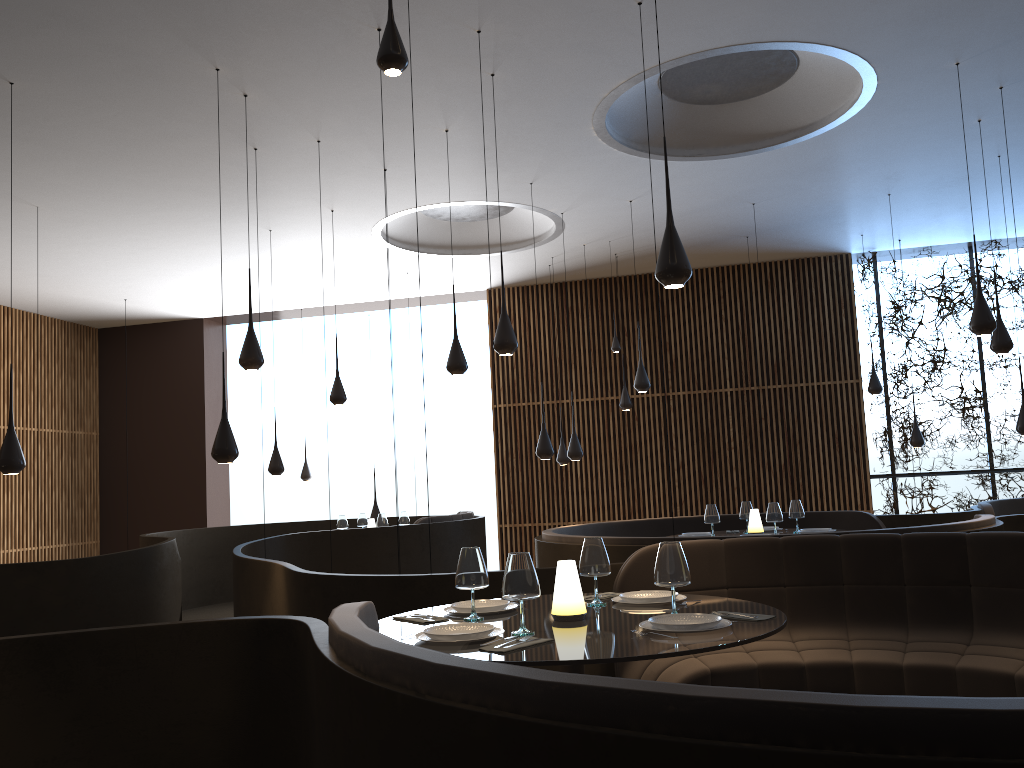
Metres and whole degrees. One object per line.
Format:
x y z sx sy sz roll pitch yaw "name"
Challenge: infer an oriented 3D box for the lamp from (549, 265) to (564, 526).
0.709 1.363 12.818 0.196 6.261 0.196 -5 -5 20 "lamp"

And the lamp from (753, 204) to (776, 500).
3.045 0.960 10.332 0.196 6.261 0.196 0 -6 -32 "lamp"

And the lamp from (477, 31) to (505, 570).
-0.083 0.612 6.021 0.196 6.261 0.196 -7 -6 38 "lamp"

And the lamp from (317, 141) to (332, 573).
-1.615 0.897 7.831 0.196 6.261 0.196 -4 -5 18 "lamp"

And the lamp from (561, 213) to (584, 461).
0.672 -0.574 10.489 0.196 2.954 0.196 0 -6 -32 "lamp"

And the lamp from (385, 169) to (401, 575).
-1.118 0.965 8.625 0.196 6.261 0.196 -4 -5 18 "lamp"

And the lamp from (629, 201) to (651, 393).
1.431 -1.012 10.177 0.196 2.219 0.196 -3 -5 8 "lamp"

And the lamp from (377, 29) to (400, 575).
-0.778 0.635 5.929 0.196 6.261 0.196 -3 -5 -2 "lamp"

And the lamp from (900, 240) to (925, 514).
5.684 1.067 12.363 0.196 6.261 0.196 -7 -6 38 "lamp"

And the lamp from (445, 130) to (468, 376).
-0.535 -1.180 7.908 0.196 2.219 0.196 -4 -5 18 "lamp"

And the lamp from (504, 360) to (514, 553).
0.004 2.116 13.248 0.196 6.261 0.196 -2 -5 -12 "lamp"

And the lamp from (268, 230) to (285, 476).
-2.853 -0.389 10.603 0.196 2.954 0.196 2 -7 -42 "lamp"

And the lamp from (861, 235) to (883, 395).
4.896 -0.954 12.163 0.196 2.219 0.196 2 -7 -42 "lamp"

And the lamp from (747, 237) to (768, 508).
3.356 1.114 11.786 0.196 6.261 0.196 -2 -5 -12 "lamp"

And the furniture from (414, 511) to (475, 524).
-0.924 2.173 11.181 0.931 1.058 2.537 -4 -6 8 "furniture"

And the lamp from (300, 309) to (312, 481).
-3.570 0.181 15.211 0.196 2.954 0.196 -7 -6 38 "lamp"

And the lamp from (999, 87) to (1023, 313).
4.384 0.553 7.392 0.196 6.261 0.196 2 -7 -42 "lamp"

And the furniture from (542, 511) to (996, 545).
2.189 1.816 8.038 3.789 1.115 3.891 -1 -7 -12 "furniture"

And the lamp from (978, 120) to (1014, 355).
4.472 -1.381 8.280 0.196 2.219 0.196 2 -7 -42 "lamp"

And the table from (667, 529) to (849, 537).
2.240 1.877 8.001 1.673 1.021 1.675 -5 -7 22 "table"

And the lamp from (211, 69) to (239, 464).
-2.142 -0.896 6.537 0.196 2.954 0.196 -4 -5 18 "lamp"

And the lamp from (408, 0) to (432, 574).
-0.515 0.560 5.396 0.196 6.261 0.196 -3 -5 -2 "lamp"

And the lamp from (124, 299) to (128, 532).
-4.555 2.087 10.516 0.196 6.261 0.196 -5 -6 27 "lamp"

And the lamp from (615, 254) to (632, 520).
1.630 1.264 12.352 0.196 6.261 0.196 -5 -5 20 "lamp"

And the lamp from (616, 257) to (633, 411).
1.567 -0.731 12.689 0.196 2.219 0.196 -7 -6 38 "lamp"

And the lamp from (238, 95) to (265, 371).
-2.084 -1.208 7.015 0.196 2.219 0.196 2 -7 -42 "lamp"

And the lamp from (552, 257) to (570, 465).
0.650 -0.337 12.525 0.196 2.954 0.196 -3 -5 -2 "lamp"

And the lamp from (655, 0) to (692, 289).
0.799 -1.615 4.756 0.196 2.219 0.196 0 -6 -32 "lamp"

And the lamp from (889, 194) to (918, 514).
4.625 0.871 10.233 0.196 6.261 0.196 0 -6 -32 "lamp"

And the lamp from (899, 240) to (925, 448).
5.583 -0.582 12.487 0.196 2.954 0.196 2 -7 -42 "lamp"

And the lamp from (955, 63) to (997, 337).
3.658 -1.485 7.073 0.196 2.219 0.196 2 -7 -42 "lamp"

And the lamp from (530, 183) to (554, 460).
0.278 -0.683 9.389 0.196 2.954 0.196 -1 -6 -22 "lamp"

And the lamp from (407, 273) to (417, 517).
-1.400 1.470 12.855 0.196 6.261 0.196 -2 -5 -12 "lamp"

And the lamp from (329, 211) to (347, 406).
-1.992 -0.866 9.998 0.196 2.219 0.196 2 -7 -42 "lamp"

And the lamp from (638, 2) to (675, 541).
1.022 0.527 5.753 0.196 6.261 0.196 2 -7 -42 "lamp"

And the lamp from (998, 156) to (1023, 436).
5.227 -0.940 9.251 0.196 2.954 0.196 -3 -5 8 "lamp"

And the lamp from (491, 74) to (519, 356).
-0.098 -1.326 6.872 0.196 2.219 0.196 -3 -5 8 "lamp"

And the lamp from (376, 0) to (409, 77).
-0.527 -2.031 3.719 0.133 1.505 0.133 -3 -5 8 "lamp"

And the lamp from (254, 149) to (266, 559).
-2.223 0.939 7.936 0.196 6.261 0.196 2 -7 -42 "lamp"

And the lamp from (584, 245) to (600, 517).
1.135 1.222 11.790 0.196 6.261 0.196 -7 -7 40 "lamp"

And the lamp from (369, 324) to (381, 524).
-1.935 0.499 12.309 0.196 2.954 0.196 0 -6 -32 "lamp"

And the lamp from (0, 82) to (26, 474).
-3.725 -0.812 6.594 0.196 2.954 0.196 2 -7 -42 "lamp"

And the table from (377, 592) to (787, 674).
0.255 1.452 3.515 1.673 1.021 1.675 3 -8 -42 "table"

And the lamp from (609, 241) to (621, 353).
1.355 -1.173 11.895 0.133 1.505 0.133 -3 -5 8 "lamp"
